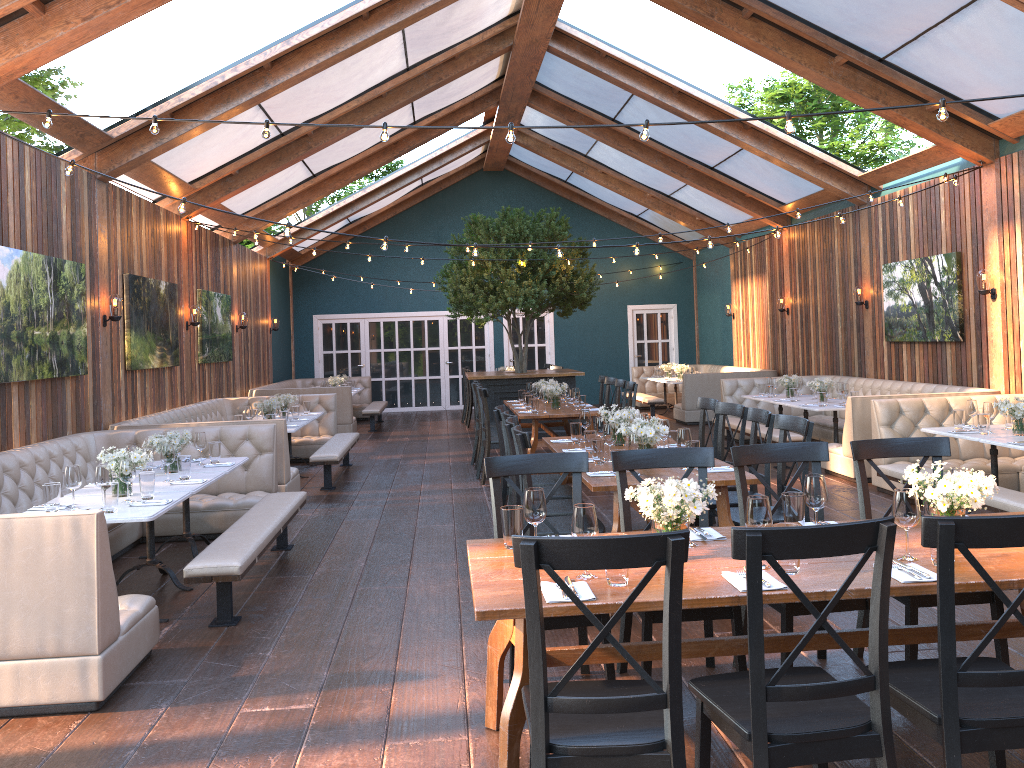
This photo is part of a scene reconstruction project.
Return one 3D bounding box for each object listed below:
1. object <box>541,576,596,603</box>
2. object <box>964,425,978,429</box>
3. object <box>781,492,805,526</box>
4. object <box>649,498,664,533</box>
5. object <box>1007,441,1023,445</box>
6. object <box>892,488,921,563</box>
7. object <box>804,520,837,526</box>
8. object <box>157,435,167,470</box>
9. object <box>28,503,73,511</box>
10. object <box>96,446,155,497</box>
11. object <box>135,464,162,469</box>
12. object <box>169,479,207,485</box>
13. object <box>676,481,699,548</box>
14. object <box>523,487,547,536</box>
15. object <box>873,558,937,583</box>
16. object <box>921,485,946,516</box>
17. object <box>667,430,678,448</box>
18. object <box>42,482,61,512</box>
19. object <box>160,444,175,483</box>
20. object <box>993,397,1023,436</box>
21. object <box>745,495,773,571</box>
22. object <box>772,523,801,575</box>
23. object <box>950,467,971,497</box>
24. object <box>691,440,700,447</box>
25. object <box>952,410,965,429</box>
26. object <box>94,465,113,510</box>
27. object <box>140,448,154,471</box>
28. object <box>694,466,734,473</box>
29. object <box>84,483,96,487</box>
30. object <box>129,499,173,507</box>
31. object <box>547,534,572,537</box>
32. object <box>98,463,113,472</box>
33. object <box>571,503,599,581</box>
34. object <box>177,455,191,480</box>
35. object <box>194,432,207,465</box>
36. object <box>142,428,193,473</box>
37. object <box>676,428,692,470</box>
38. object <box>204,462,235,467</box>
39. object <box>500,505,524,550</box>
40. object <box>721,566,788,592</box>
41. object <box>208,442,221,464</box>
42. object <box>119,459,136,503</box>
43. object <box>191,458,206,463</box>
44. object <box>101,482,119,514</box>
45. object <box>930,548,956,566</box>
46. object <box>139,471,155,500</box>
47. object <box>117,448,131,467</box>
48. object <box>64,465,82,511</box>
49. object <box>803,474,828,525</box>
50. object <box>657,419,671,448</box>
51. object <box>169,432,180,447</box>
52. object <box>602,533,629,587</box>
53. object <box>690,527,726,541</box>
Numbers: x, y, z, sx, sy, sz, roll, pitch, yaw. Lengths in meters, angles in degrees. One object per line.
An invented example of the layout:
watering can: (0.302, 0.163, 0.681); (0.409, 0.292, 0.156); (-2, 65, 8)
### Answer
object: (0.174, 0.655, 2.842); (0.157, 0.019, 0.255); (-2, 3, -4)
object: (3.866, 0.356, 7.403); (0.157, 0.019, 0.255); (-2, 3, -4)
object: (1.128, 0.518, 3.538); (0.092, 0.158, 0.092); (-2, 0, 22)
object: (0.587, 0.538, 3.488); (0.092, 0.158, 0.092); (-2, 0, 22)
object: (3.698, 0.417, 6.329); (0.255, 0.019, 0.157); (-2, 3, -4)
object: (1.374, 0.490, 3.081); (0.092, 0.245, 0.092); (-2, -1, 38)
object: (1.286, 0.580, 3.585); (0.157, 0.019, 0.255); (-2, 3, -4)
object: (-2.573, 0.503, 6.512); (0.092, 0.245, 0.092); (-2, -1, 43)
object: (-2.593, 0.692, 5.028); (0.255, 0.019, 0.157); (-2, 3, -4)
object: (-2.354, 0.522, 5.373); (0.329, 0.310, 0.336); (-3, 1, -30)
object: (-2.713, 0.616, 6.593); (0.255, 0.019, 0.157); (-2, 3, -4)
object: (-2.139, 0.638, 5.795); (0.255, 0.019, 0.157); (-2, 3, -4)
object: (0.675, 0.497, 3.395); (0.092, 0.245, 0.092); (-2, -1, 38)
object: (0.088, 0.519, 3.349); (0.092, 0.245, 0.092); (-2, -1, 38)
object: (1.304, 0.613, 2.929); (0.157, 0.019, 0.255); (-2, 3, -4)
object: (1.713, 0.496, 3.589); (0.092, 0.158, 0.092); (-2, 0, 22)
object: (1.091, 0.394, 5.974); (0.092, 0.158, 0.092); (-2, 0, 22)
object: (-2.534, 0.629, 4.874); (0.092, 0.158, 0.092); (-2, 0, -18)
object: (-2.287, 0.526, 5.879); (0.092, 0.245, 0.092); (-2, -1, 38)
object: (3.903, 0.239, 6.827); (0.329, 0.310, 0.336); (-2, 1, 18)
object: (0.849, 0.510, 3.039); (0.092, 0.245, 0.092); (-2, -1, 38)
object: (0.925, 0.554, 2.969); (0.092, 0.158, 0.092); (-2, 0, 22)
object: (1.775, 0.456, 3.489); (0.092, 0.245, 0.092); (-2, -1, 38)
object: (1.098, 0.425, 5.378); (0.092, 0.158, 0.092); (-2, 0, 22)
object: (3.709, 0.295, 7.343); (0.092, 0.158, 0.092); (-2, 0, -18)
object: (-2.260, 0.575, 4.898); (0.092, 0.245, 0.092); (-2, -1, 38)
object: (-2.654, 0.552, 6.439); (0.092, 0.158, 0.092); (-2, 0, -18)
object: (1.182, 0.500, 5.211); (0.255, 0.019, 0.157); (-2, 3, -4)
object: (-2.659, 0.654, 5.821); (0.255, 0.019, 0.157); (-2, 3, -4)
object: (-2.080, 0.674, 5.047); (0.255, 0.019, 0.157); (-2, 3, -4)
object: (0.176, 0.622, 3.490); (0.157, 0.019, 0.255); (-2, 3, -4)
object: (-2.600, 0.590, 5.668); (0.092, 0.158, 0.092); (-2, 0, -18)
object: (0.248, 0.532, 2.992); (0.092, 0.245, 0.092); (-2, -1, 38)
object: (-2.203, 0.562, 5.951); (0.092, 0.158, 0.092); (-2, 0, -18)
object: (-2.350, 0.487, 6.677); (0.092, 0.245, 0.092); (-2, -1, 43)
object: (-2.449, 0.476, 6.321); (0.329, 0.310, 0.336); (-2, 1, 18)
object: (1.032, 0.388, 5.292); (0.092, 0.245, 0.092); (-2, -1, 38)
object: (-2.202, 0.599, 6.593); (0.255, 0.019, 0.157); (-2, 3, -4)
object: (0.003, 0.560, 3.450); (0.092, 0.158, 0.092); (-2, 0, 22)
object: (0.782, 0.632, 2.893); (0.157, 0.019, 0.255); (-2, 3, -4)
object: (-2.266, 0.524, 6.749); (0.092, 0.158, 0.092); (-2, 0, -18)
object: (-2.228, 0.562, 5.131); (0.092, 0.245, 0.092); (-2, -1, 38)
object: (-2.492, 0.593, 6.896); (0.157, 0.019, 0.255); (-2, 3, -4)
object: (-2.187, 0.620, 4.815); (0.092, 0.158, 0.092); (-2, 0, -18)
object: (1.459, 0.535, 3.001); (0.092, 0.158, 0.092); (-2, 0, 22)
object: (-2.144, 0.599, 5.202); (0.092, 0.158, 0.092); (-2, 0, -18)
object: (-2.519, 0.541, 5.740); (0.092, 0.245, 0.092); (-2, -1, 38)
object: (-2.453, 0.579, 4.947); (0.092, 0.245, 0.092); (-2, -1, 38)
object: (1.185, 0.478, 3.450); (0.092, 0.245, 0.092); (-2, -1, 38)
object: (1.010, 0.358, 5.888); (0.092, 0.245, 0.092); (-2, -1, 38)
object: (-2.579, 0.491, 6.754); (0.092, 0.245, 0.092); (-2, -1, 43)
object: (0.343, 0.577, 2.901); (0.092, 0.158, 0.092); (-2, 0, 22)
object: (0.760, 0.600, 3.541); (0.157, 0.019, 0.255); (-2, 3, -4)
